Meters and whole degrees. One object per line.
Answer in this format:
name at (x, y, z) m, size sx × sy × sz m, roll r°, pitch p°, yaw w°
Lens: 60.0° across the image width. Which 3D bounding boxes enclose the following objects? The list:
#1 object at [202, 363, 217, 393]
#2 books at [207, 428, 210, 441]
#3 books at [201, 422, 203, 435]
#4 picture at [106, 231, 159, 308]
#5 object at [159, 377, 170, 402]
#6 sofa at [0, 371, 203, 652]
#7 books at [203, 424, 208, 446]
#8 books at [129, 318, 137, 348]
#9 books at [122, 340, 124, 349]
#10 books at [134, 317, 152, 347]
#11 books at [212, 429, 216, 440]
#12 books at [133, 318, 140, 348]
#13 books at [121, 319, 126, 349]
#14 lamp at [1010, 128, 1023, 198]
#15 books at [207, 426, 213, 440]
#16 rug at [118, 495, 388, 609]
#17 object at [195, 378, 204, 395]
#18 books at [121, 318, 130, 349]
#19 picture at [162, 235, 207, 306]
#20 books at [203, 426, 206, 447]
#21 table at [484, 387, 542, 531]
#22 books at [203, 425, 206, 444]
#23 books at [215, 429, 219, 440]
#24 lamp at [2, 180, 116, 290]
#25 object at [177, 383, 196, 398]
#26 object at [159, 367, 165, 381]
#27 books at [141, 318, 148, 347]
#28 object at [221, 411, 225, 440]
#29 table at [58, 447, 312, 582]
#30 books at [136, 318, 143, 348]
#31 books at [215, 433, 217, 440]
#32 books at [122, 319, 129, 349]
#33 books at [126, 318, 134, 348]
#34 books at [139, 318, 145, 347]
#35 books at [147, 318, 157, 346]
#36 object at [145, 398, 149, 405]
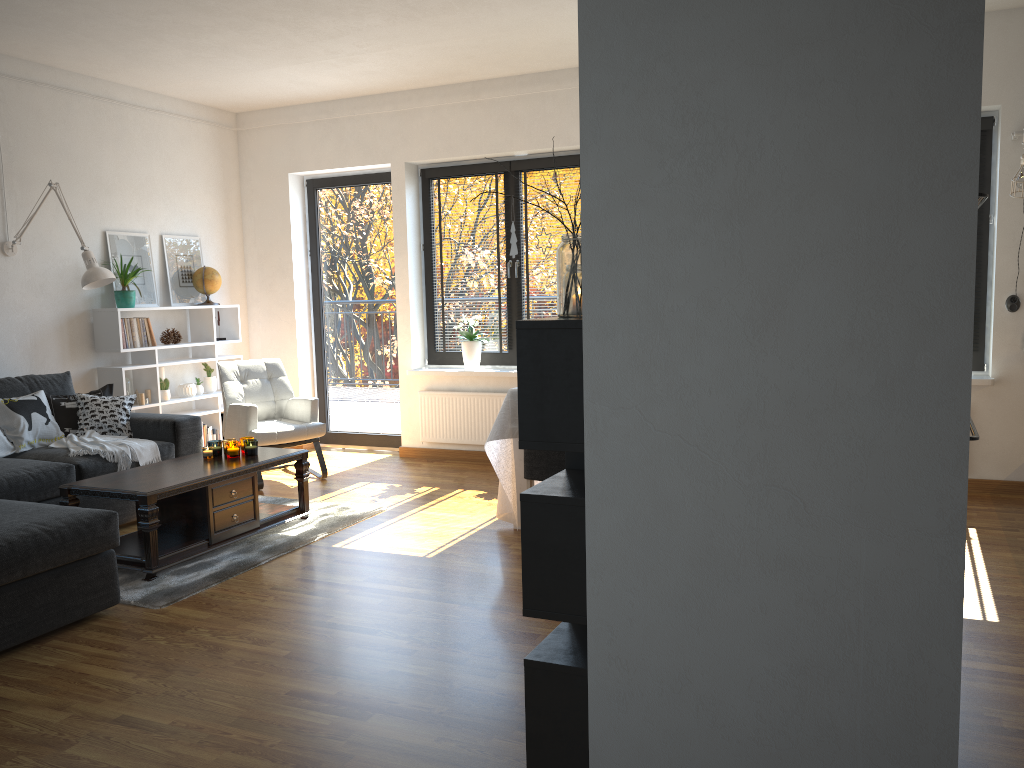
object at (-2.344, -0.046, 6.879) m, size 0.098 × 0.236 × 0.097 m, roll 0°, pitch 7°, yaw 12°
books at (-2.361, 0.408, 6.801) m, size 0.103 × 0.147 × 0.018 m, roll 1°, pitch 7°, yaw 24°
books at (-2.430, 0.390, 6.694) m, size 0.191 × 0.217 × 0.092 m, roll 1°, pitch 7°, yaw 24°
picture at (-2.711, -0.814, 6.339) m, size 0.059 × 0.533 × 0.389 m, roll 2°, pitch 7°, yaw 24°
object at (-2.509, 0.039, 6.385) m, size 0.087 × 0.173 × 0.088 m, roll 4°, pitch 8°, yaw 40°
sofa at (-2.410, 0.457, 4.367) m, size 2.163 × 0.849 × 2.505 m, roll 1°, pitch 6°, yaw 24°
books at (-2.376, 0.395, 6.791) m, size 0.102 × 0.180 × 0.012 m, roll 1°, pitch 7°, yaw 24°
books at (-2.671, -0.353, 6.148) m, size 0.133 × 0.210 × 0.044 m, roll 2°, pitch 7°, yaw 25°
books at (-2.716, -0.331, 6.044) m, size 0.124 × 0.192 × 0.047 m, roll 1°, pitch 7°, yaw 24°
books at (-2.621, -0.366, 6.275) m, size 0.128 × 0.211 × 0.061 m, roll 2°, pitch 7°, yaw 25°
books at (-2.343, 0.410, 6.846) m, size 0.133 × 0.133 × 0.016 m, roll 1°, pitch 7°, yaw 24°
books at (-2.664, -0.355, 6.177) m, size 0.135 × 0.209 × 0.048 m, roll 1°, pitch 7°, yaw 24°
books at (-2.710, -0.342, 6.070) m, size 0.129 × 0.206 × 0.043 m, roll 1°, pitch 7°, yaw 24°
lamp at (2.862, -1.236, 4.961) m, size 0.131 × 0.396 × 0.311 m, roll 2°, pitch 7°, yaw 29°
books at (-2.357, 0.403, 6.826) m, size 0.123 × 0.157 × 0.031 m, roll 1°, pitch 7°, yaw 24°
rug at (-1.579, 0.820, 4.698) m, size 1.052 × 0.034 × 1.810 m, roll 1°, pitch 6°, yaw 23°
object at (-2.397, 0.014, 6.783) m, size 0.072 × 0.137 × 0.072 m, roll -1°, pitch 6°, yaw 5°
books at (-2.694, -0.347, 6.105) m, size 0.129 × 0.210 × 0.035 m, roll 1°, pitch 7°, yaw 24°
picture at (-2.503, -0.866, 6.800) m, size 0.059 × 0.533 × 0.389 m, roll 2°, pitch 7°, yaw 24°
books at (-2.400, 0.403, 6.758) m, size 0.156 × 0.170 × 0.014 m, roll 1°, pitch 7°, yaw 24°
table at (0.912, 0.372, 4.826) m, size 1.856 × 0.764 × 1.233 m, roll 1°, pitch 7°, yaw 25°
books at (-2.397, 0.396, 6.771) m, size 0.148 × 0.180 × 0.014 m, roll 1°, pitch 7°, yaw 24°
books at (-2.345, 0.411, 6.879) m, size 0.183 × 0.125 × 0.013 m, roll 1°, pitch 7°, yaw 24°
lamp at (-2.777, -0.912, 5.453) m, size 0.698 × 0.671 × 0.200 m, roll 0°, pitch 7°, yaw 15°
object at (-2.439, 0.048, 6.654) m, size 0.134 × 0.098 × 0.132 m, roll -2°, pitch 6°, yaw -6°
object at (-2.582, -0.007, 6.534) m, size 0.051 × 0.238 × 0.051 m, roll 4°, pitch 9°, yaw 42°
books at (-2.635, -0.362, 6.242) m, size 0.133 × 0.208 × 0.044 m, roll 2°, pitch 7°, yaw 25°
object at (-2.294, 0.335, 7.033) m, size 0.118 × 0.247 × 0.126 m, roll 3°, pitch 8°, yaw 31°
table at (-1.633, 0.624, 4.602) m, size 0.570 × 0.409 × 1.178 m, roll 1°, pitch 6°, yaw 24°
books at (-2.652, -0.358, 6.201) m, size 0.133 × 0.209 × 0.044 m, roll 1°, pitch 7°, yaw 24°
books at (-2.318, 0.427, 6.854) m, size 0.081 × 0.092 × 0.013 m, roll 1°, pitch 7°, yaw 24°
books at (-2.702, -0.343, 6.092) m, size 0.136 × 0.210 × 0.033 m, roll 2°, pitch 7°, yaw 25°
books at (-2.685, -0.349, 6.126) m, size 0.136 × 0.209 × 0.044 m, roll 1°, pitch 7°, yaw 24°
books at (-2.644, -0.357, 6.222) m, size 0.131 × 0.205 × 0.035 m, roll 1°, pitch 7°, yaw 24°
books at (-2.604, -0.369, 6.303) m, size 0.132 × 0.204 × 0.070 m, roll 2°, pitch 7°, yaw 25°
object at (-2.577, 0.121, 6.239) m, size 0.040 × 0.044 × 0.040 m, roll -7°, pitch 8°, yaw -39°
